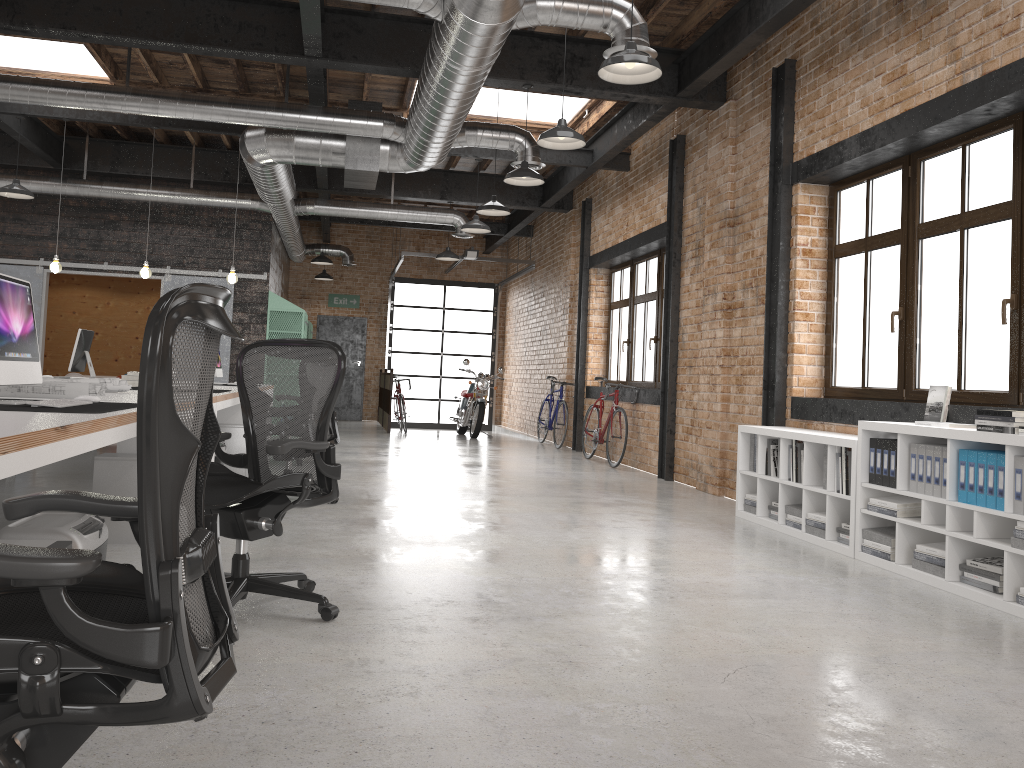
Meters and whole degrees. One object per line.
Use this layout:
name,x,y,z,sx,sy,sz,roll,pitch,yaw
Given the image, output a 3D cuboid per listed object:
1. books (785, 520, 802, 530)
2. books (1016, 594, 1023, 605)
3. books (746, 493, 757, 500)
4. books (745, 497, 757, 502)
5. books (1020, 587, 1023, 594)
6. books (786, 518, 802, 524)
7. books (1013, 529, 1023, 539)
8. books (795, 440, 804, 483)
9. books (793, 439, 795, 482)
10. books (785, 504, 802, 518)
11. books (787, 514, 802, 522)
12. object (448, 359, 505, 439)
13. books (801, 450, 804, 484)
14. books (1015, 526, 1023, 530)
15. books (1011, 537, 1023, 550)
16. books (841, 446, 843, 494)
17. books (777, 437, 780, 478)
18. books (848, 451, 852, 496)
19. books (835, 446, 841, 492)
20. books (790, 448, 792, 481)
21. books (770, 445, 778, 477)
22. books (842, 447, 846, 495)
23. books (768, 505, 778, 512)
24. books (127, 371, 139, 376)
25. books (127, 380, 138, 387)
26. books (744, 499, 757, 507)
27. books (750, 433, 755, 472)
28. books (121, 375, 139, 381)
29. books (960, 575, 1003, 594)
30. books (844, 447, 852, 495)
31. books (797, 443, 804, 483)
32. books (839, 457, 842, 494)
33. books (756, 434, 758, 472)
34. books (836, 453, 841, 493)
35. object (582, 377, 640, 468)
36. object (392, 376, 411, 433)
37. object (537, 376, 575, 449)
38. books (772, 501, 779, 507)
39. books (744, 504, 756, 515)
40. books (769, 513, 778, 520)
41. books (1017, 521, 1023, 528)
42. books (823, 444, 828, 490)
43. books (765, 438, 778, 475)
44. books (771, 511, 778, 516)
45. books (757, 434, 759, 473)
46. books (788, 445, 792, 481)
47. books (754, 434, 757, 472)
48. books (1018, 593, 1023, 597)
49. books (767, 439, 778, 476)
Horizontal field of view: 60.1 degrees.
books,1.984,0.933,5.899,0.206,0.061,0.274,2,0,-11
books,2.386,0.958,3.856,0.206,0.061,0.274,2,0,-11
books,1.872,0.826,6.501,0.214,0.052,0.252,2,0,-11
books,1.871,0.844,6.505,0.219,0.039,0.260,2,0,-11
books,2.393,0.914,3.846,0.214,0.046,0.251,2,0,-11
books,1.990,0.907,5.893,0.219,0.034,0.259,2,0,-11
books,2.380,0.661,3.867,0.206,0.067,0.275,3,0,-11
books,2.035,0.506,5.955,0.271,0.355,0.062,3,-3,-6
books,2.030,0.507,5.985,0.259,0.353,0.070,3,-3,-6
books,1.993,0.853,5.910,0.217,0.078,0.291,3,0,-11
books,1.991,0.889,5.889,0.214,0.046,0.251,2,0,-11
object,-0.649,0.254,15.447,0.812,1.362,2.175,3,-1,-23
books,2.022,0.563,5.883,0.197,0.240,0.058,3,-3,-6
books,2.386,0.635,3.861,0.219,0.039,0.260,2,0,-11
books,2.383,0.713,3.873,0.217,0.072,0.289,3,0,-11
books,2.128,0.512,5.392,0.258,0.355,0.049,3,-3,-6
books,2.000,0.505,6.208,0.259,0.352,0.065,3,-3,-6
books,2.125,0.548,5.303,0.221,0.283,0.061,3,-3,-6
books,2.121,0.536,5.476,0.259,0.305,0.040,3,-3,-6
books,1.976,0.561,6.016,0.162,0.240,0.054,3,-3,-6
books,1.945,0.558,6.315,0.197,0.240,0.058,3,-3,-6
books,2.134,0.514,5.369,0.259,0.353,0.070,3,-3,-6
books,1.966,0.878,6.220,0.222,0.055,0.282,2,0,-11
books,-2.931,-0.081,6.968,0.152,0.030,0.185,2,0,-13
books,-2.938,-0.003,6.947,0.200,0.050,0.271,2,0,-14
books,1.865,0.870,6.510,0.206,0.067,0.275,3,0,-11
books,1.923,0.500,6.639,0.259,0.352,0.065,3,-3,-6
books,-2.917,-0.049,6.968,0.193,0.044,0.257,2,0,6
books,2.330,0.959,4.271,0.184,0.050,0.261,2,0,-11
books,2.140,0.513,5.340,0.271,0.355,0.062,3,-3,-6
books,2.020,0.541,5.919,0.221,0.283,0.061,3,-3,-6
books,2.080,0.568,5.400,0.162,0.240,0.054,3,-3,-6
books,1.936,0.519,6.546,0.265,0.315,0.025,3,-3,-6
books,2.082,0.556,5.432,0.182,0.263,0.056,3,-3,-6
object,1.102,0.431,10.664,0.401,1.042,1.736,3,-1,-17
object,-2.039,0.370,16.080,0.410,1.035,1.732,3,-1,-5
object,0.600,0.400,13.197,0.401,1.042,1.736,3,-1,-17
books,1.968,0.845,6.197,0.198,0.055,0.239,2,0,-11
books,1.868,0.921,6.517,0.217,0.072,0.289,3,0,-11
books,1.947,0.934,6.216,0.184,0.050,0.261,2,0,-11
books,2.387,0.617,3.858,0.214,0.052,0.252,2,0,-11
books,2.105,0.512,5.592,0.259,0.352,0.065,3,-3,-6
books,1.958,0.501,6.387,0.271,0.355,0.062,3,-3,-6
books,1.944,0.905,6.202,0.163,0.047,0.239,2,0,-11
books,1.939,0.524,6.523,0.259,0.305,0.040,3,-3,-6
books,1.978,0.549,6.047,0.182,0.263,0.056,3,-3,-6
books,1.926,0.509,6.577,0.249,0.334,0.060,3,-3,-6
books,2.392,0.932,3.850,0.219,0.034,0.259,2,0,-11
books,1.943,0.536,6.351,0.221,0.283,0.061,3,-3,-6
